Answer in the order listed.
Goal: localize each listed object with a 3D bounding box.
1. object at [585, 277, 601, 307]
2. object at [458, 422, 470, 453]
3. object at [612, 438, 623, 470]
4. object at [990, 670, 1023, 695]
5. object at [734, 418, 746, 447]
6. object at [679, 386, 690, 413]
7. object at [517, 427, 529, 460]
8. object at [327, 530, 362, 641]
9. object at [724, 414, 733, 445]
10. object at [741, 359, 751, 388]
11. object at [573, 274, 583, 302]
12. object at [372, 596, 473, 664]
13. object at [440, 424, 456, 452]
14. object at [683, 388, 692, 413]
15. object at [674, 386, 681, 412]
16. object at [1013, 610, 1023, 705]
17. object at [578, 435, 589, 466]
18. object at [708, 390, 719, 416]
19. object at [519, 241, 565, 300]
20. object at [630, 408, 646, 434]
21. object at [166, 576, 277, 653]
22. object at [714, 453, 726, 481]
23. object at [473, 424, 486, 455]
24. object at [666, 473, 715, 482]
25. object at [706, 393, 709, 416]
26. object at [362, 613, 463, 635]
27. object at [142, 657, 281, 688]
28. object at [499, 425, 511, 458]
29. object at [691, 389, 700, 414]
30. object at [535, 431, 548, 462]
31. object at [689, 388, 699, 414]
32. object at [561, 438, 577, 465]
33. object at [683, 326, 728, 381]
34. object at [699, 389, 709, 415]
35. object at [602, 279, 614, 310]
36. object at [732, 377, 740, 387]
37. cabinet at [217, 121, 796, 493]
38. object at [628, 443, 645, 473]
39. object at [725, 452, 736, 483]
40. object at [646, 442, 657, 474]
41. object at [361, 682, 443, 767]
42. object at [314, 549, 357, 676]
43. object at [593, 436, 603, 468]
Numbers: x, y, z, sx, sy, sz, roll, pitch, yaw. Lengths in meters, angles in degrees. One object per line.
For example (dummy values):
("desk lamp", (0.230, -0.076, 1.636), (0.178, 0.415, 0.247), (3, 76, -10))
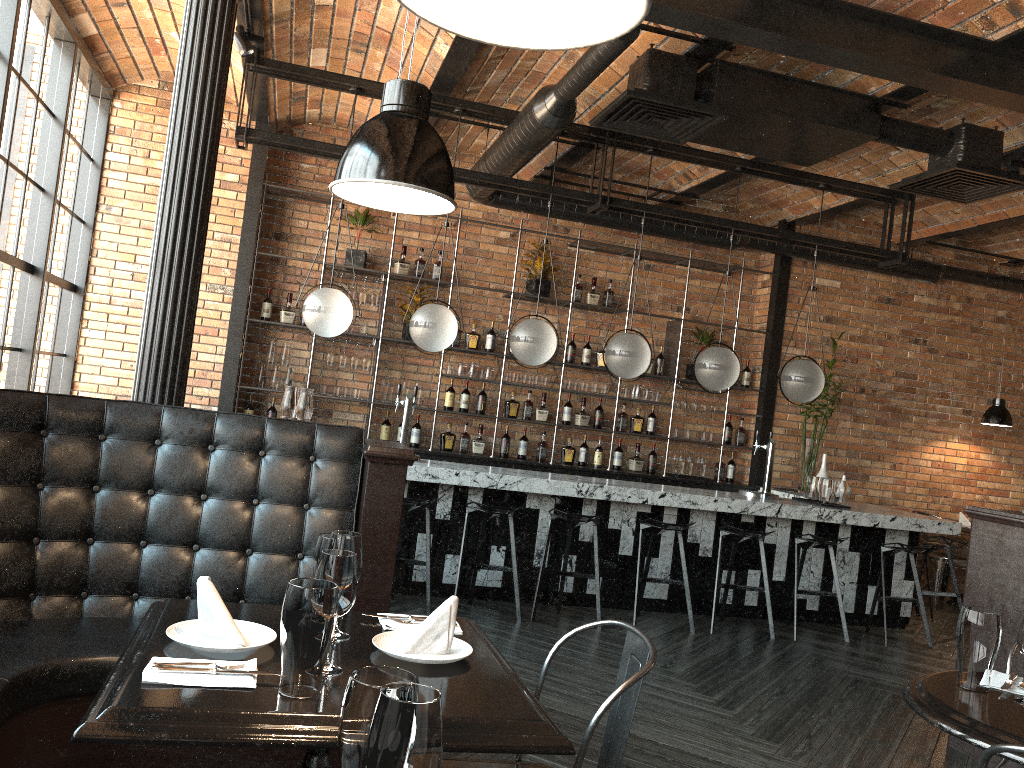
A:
("object", (0.769, -0.872, 8.408), (0.123, 0.279, 0.123), (7, -2, -11))
("object", (-0.432, 0.487, 8.102), (0.083, 0.282, 0.083), (7, -2, -14))
("object", (1.019, 0.670, 8.481), (0.086, 0.298, 0.086), (6, -2, 35))
("object", (1.377, 0.820, 2.421), (0.157, 0.019, 0.255), (6, -2, 36))
("object", (2.268, 0.476, 8.791), (0.083, 0.282, 0.083), (7, -2, -4))
("object", (1.661, 0.149, 8.541), (0.092, 0.244, 0.092), (6, -2, 25))
("object", (0.108, 0.550, 8.248), (0.086, 0.298, 0.086), (6, -2, 35))
("object", (-0.407, 0.475, 2.099), (0.092, 0.244, 0.092), (6, -2, 36))
("object", (2.138, 0.450, 8.761), (0.086, 0.299, 0.086), (6, -2, 35))
("object", (2.338, -0.098, 8.836), (0.086, 0.298, 0.086), (6, -2, 40))
("object", (0.620, -0.894, 8.368), (0.083, 0.282, 0.083), (7, -2, -14))
("object", (-0.200, 0.558, 2.048), (0.232, 0.139, 0.232), (8, -2, -17))
("object", (-0.582, 0.486, 8.063), (0.151, 0.248, 0.094), (8, -2, -25))
("object", (1.726, 0.163, 8.728), (0.092, 0.244, 0.092), (6, -2, 25))
("object", (1.620, 0.149, 8.701), (0.092, 0.244, 0.092), (6, -2, 25))
("object", (1.341, 0.696, 2.271), (0.092, 0.244, 0.092), (8, -2, -15))
("object", (0.681, 0.627, 8.401), (0.086, 0.298, 0.086), (6, -2, 35))
("object", (1.961, 0.189, 8.618), (0.092, 0.244, 0.092), (6, -2, 25))
("object", (0.251, -1.064, 8.311), (0.425, 0.526, 0.430), (7, -2, -12))
("object", (1.205, 0.354, 8.519), (0.151, 0.248, 0.094), (7, -2, -5))
("object", (-0.629, 0.502, 1.944), (0.232, 0.139, 0.232), (8, -2, -20))
("object", (2.054, 0.814, 8.737), (0.083, 0.282, 0.083), (8, -2, -29))
("object", (-0.296, 0.507, 8.123), (0.123, 0.279, 0.123), (7, -2, -1))
("object", (1.722, 0.902, 8.596), (0.437, 0.019, 0.273), (7, -2, -14))
("object", (1.920, 0.188, 8.778), (0.092, 0.244, 0.092), (6, -2, 25))
("object", (-0.260, 0.613, 2.298), (0.255, 0.019, 0.157), (7, -2, -14))
("object", (-0.580, 0.556, 1.727), (0.255, 0.019, 0.157), (7, -2, -14))
("object", (-0.057, 0.528, 8.172), (0.086, 0.297, 0.086), (6, -2, 20))
("object", (1.821, 0.175, 8.752), (0.092, 0.244, 0.092), (6, -2, 25))
("object", (0.285, 0.582, 8.285), (0.083, 0.282, 0.083), (8, -2, -29))
("object", (1.766, 0.163, 8.568), (0.092, 0.244, 0.092), (6, -2, 25))
("object", (0.533, 0.633, 8.348), (0.151, 0.248, 0.094), (7, -2, -5))
("object", (1.873, -0.291, 8.653), (0.374, 0.560, 0.398), (9, -2, -42))
("object", (1.862, 0.175, 8.593), (0.092, 0.244, 0.092), (6, -2, 25))
("object", (0.921, -0.854, 8.445), (0.083, 0.282, 0.083), (8, -2, -29))
("object", (2.209, -0.107, 8.775), (0.083, 0.282, 0.083), (7, -2, 1))
("cabinet", (-0.788, -0.353, 7.970), (7.075, 3.779, 0.564), (7, -2, -14))
("object", (1.197, 0.704, 8.504), (0.123, 0.279, 0.123), (8, -2, -26))
("object", (2.172, 0.823, 8.781), (0.086, 0.298, 0.086), (6, -2, 35))
("object", (1.358, 0.714, 8.563), (0.086, 0.299, 0.086), (6, -2, 35))
("object", (-0.132, 0.477, 1.021), (0.092, 0.244, 0.092), (6, -2, 36))
("object", (-0.374, 0.471, 1.838), (0.092, 0.244, 0.092), (6, -2, 36))
("object", (0.825, 0.646, 8.423), (0.080, 0.299, 0.080), (7, -2, -12))
